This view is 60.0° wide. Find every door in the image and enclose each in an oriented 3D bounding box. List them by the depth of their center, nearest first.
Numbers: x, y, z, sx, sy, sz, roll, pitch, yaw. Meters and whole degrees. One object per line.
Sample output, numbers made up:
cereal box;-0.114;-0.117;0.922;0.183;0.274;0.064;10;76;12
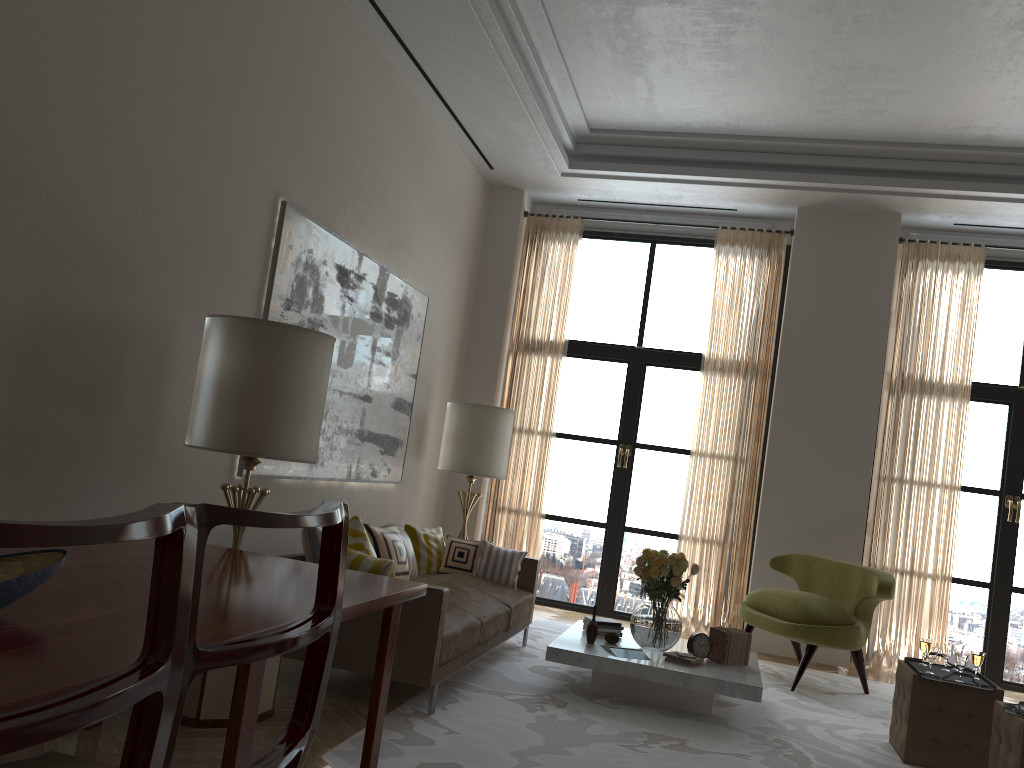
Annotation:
door;5.588;0.980;9.852;3.083;4.758;0.240;7;-4;14
door;1.460;0.489;10.914;3.255;4.758;0.240;7;-4;14

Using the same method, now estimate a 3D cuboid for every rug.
rug;2.275;2.561;6.499;5.513;0.065;5.748;7;-5;14

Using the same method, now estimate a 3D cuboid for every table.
table;-1.801;1.147;2.707;1.798;1.025;3.812;7;-5;14
table;1.178;2.332;7.214;1.582;0.342;1.505;7;-5;14

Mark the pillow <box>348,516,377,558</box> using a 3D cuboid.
pillow;-1.144;1.293;6.583;0.356;0.616;0.767;11;-5;-32

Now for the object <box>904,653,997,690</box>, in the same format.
object;3.126;2.040;6.352;0.490;0.091;0.804;7;-5;14

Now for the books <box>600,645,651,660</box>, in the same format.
books;0.878;2.067;6.876;0.281;0.038;0.384;9;-5;-13

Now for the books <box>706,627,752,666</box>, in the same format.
books;1.737;2.096;7.094;0.282;0.264;0.210;10;-5;-25

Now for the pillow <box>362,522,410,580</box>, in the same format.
pillow;-1.039;1.399;7.136;0.403;0.546;0.619;7;-5;18

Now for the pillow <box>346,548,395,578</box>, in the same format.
pillow;-0.979;1.338;5.971;0.482;0.432;0.319;6;-5;24

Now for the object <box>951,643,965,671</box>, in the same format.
object;3.299;2.026;6.574;0.098;0.191;0.098;10;-5;-28

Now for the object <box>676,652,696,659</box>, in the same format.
object;1.342;2.091;6.845;0.139;0.019;0.137;8;-5;-1

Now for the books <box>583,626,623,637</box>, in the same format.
books;0.771;2.110;7.566;0.281;0.035;0.207;10;-6;-18

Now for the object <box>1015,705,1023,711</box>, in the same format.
object;3.093;1.917;5.268;0.176;0.067;0.176;9;-5;-10

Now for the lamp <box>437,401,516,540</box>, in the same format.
lamp;-0.496;1.360;9.739;0.769;2.250;0.768;10;-4;-22

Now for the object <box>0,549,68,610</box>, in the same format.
object;-1.641;0.528;2.308;0.330;0.164;1.087;6;-6;25

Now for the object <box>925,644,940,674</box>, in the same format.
object;2.963;1.949;6.267;0.098;0.191;0.098;5;-5;40

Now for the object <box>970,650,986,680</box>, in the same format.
object;3.307;2.002;6.307;0.098;0.191;0.098;5;-5;40

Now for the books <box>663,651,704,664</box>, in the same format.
books;1.326;2.109;6.841;0.255;0.026;0.202;4;-7;39

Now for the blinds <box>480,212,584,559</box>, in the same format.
blinds;0.229;0.314;11.001;0.779;4.877;0.420;7;-4;17

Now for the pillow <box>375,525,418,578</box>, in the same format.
pillow;-1.015;1.503;7.515;0.371;0.564;0.661;7;-5;10

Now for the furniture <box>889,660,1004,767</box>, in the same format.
furniture;3.083;2.383;6.332;0.613;0.615;0.615;7;-5;14

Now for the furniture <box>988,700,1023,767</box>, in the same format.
furniture;3.220;2.300;5.238;0.613;0.615;0.615;7;-5;14

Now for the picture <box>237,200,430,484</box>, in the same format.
picture;-1.401;-0.140;7.776;0.045;1.995;3.070;7;-5;15

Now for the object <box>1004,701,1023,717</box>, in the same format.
object;3.298;1.950;5.251;0.722;0.101;0.441;10;-6;-22

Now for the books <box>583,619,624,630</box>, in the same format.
books;0.778;2.056;7.571;0.281;0.024;0.230;10;-6;-20

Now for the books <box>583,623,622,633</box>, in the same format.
books;0.769;2.078;7.557;0.263;0.024;0.207;10;-6;-22

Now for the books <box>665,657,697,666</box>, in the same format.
books;1.312;2.132;6.841;0.197;0.024;0.256;5;-6;32

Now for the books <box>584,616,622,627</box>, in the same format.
books;0.774;2.027;7.566;0.260;0.030;0.207;10;-6;-18

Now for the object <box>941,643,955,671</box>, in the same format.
object;3.184;2.002;6.492;0.098;0.191;0.098;7;-4;14

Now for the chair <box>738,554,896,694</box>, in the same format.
chair;2.828;2.298;8.661;1.031;1.211;1.792;10;-5;-18

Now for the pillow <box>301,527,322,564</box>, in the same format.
pillow;-1.315;1.250;6.217;0.355;0.575;0.624;9;-5;-7

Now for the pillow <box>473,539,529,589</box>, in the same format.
pillow;-0.116;1.693;8.231;0.498;0.427;0.327;8;-4;2

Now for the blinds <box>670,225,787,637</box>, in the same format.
blinds;2.530;0.582;10.409;0.873;4.865;0.419;7;-4;17

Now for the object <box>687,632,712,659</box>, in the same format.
object;1.491;2.083;7.047;0.205;0.208;0.082;10;-4;-24

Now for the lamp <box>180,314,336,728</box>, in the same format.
lamp;-1.599;0.779;5.231;0.769;2.250;0.768;10;-4;-19

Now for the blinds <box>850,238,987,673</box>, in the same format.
blinds;4.548;0.823;9.891;0.959;4.865;0.420;7;-4;16

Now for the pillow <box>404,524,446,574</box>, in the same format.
pillow;-0.797;1.578;8.355;0.296;0.475;0.517;5;-5;36

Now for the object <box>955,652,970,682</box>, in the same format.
object;3.079;1.948;6.077;0.098;0.191;0.098;7;-4;14

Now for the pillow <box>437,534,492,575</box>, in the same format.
pillow;-0.460;1.659;8.356;0.464;0.411;0.304;7;-4;13

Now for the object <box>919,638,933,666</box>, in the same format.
object;3.068;1.995;6.596;0.098;0.191;0.098;8;-4;-3

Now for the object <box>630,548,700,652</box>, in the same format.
object;1.225;1.761;7.199;0.539;0.820;0.628;7;-4;10

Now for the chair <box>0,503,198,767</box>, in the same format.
chair;-1.069;0.864;1.233;0.877;1.503;0.658;7;-4;14

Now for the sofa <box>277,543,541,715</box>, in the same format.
sofa;-0.763;1.815;7.162;1.350;0.818;2.988;7;-5;14

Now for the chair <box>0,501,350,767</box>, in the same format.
chair;-0.927;0.943;1.862;0.877;1.503;0.658;7;-4;14
